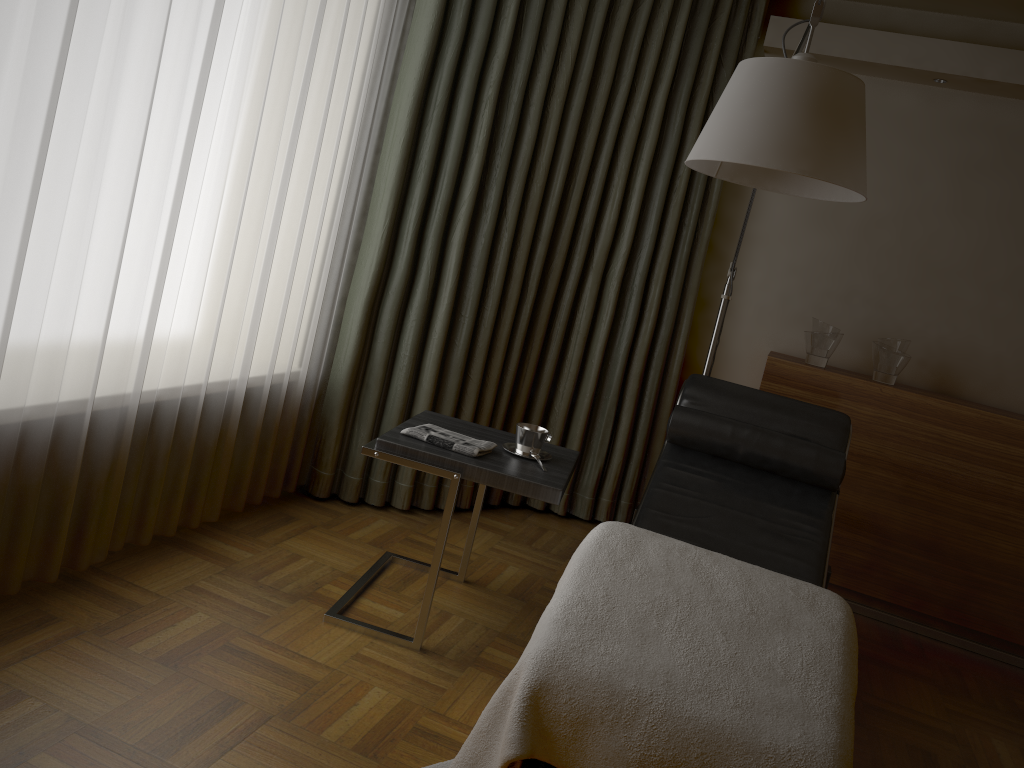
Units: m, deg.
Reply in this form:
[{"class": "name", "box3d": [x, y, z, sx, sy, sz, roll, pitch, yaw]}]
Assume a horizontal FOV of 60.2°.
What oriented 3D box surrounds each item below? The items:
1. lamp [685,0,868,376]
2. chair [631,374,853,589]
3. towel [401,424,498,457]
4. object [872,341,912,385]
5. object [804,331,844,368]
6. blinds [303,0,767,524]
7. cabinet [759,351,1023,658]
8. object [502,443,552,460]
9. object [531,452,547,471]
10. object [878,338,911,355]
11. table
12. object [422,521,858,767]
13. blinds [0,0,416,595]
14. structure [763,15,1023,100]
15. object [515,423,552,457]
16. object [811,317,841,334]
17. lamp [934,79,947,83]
[{"class": "lamp", "box3d": [0.726, -0.088, 2.700, 0.455, 1.952, 1.415, 15, 6, 20]}, {"class": "chair", "box3d": [0.588, 0.478, 2.449, 0.640, 0.791, 1.794, 15, 9, 16]}, {"class": "towel", "box3d": [-0.173, 0.158, 2.506, 0.242, 0.035, 0.179, 17, 10, 21]}, {"class": "object", "box3d": [1.524, -0.081, 3.579, 0.156, 0.153, 0.157, 14, 7, 7]}, {"class": "object", "box3d": [1.276, -0.153, 3.660, 0.155, 0.153, 0.158, 10, 8, -26]}, {"class": "blinds", "box3d": [0.177, -0.673, 3.563, 1.522, 2.435, 0.227, 10, 5, -28]}, {"class": "cabinet", "box3d": [1.770, 0.507, 3.544, 1.685, 0.856, 0.416, 16, 6, 17]}, {"class": "object", "box3d": [0.043, 0.201, 2.585, 0.151, 0.009, 0.150, 17, 10, 22]}, {"class": "object", "box3d": [0.077, 0.217, 2.490, 0.029, 0.019, 0.125, 11, 9, -14]}, {"class": "object", "box3d": [1.533, -0.118, 3.576, 0.122, 0.149, 0.123, 13, 6, -3]}, {"class": "table", "box3d": [-0.079, 0.200, 2.579, 0.519, 0.045, 0.502, 15, 9, 8]}, {"class": "object", "box3d": [0.375, 0.662, 1.963, 0.923, 0.516, 0.911, 16, 8, 17]}, {"class": "blinds", "box3d": [-0.857, -0.632, 2.232, 0.093, 2.273, 2.201, 15, 7, 16]}, {"class": "structure", "box3d": [2.135, -1.228, 3.570, 2.193, 0.129, 0.274, 16, 9, 17]}, {"class": "object", "box3d": [0.054, 0.165, 2.588, 0.098, 0.078, 0.111, 16, 8, 18]}, {"class": "object", "box3d": [1.285, -0.190, 3.658, 0.122, 0.149, 0.124, 13, 6, -1]}, {"class": "lamp", "box3d": [1.793, -1.270, 3.671, 1.165, 0.028, 0.050, 16, 9, 17]}]
